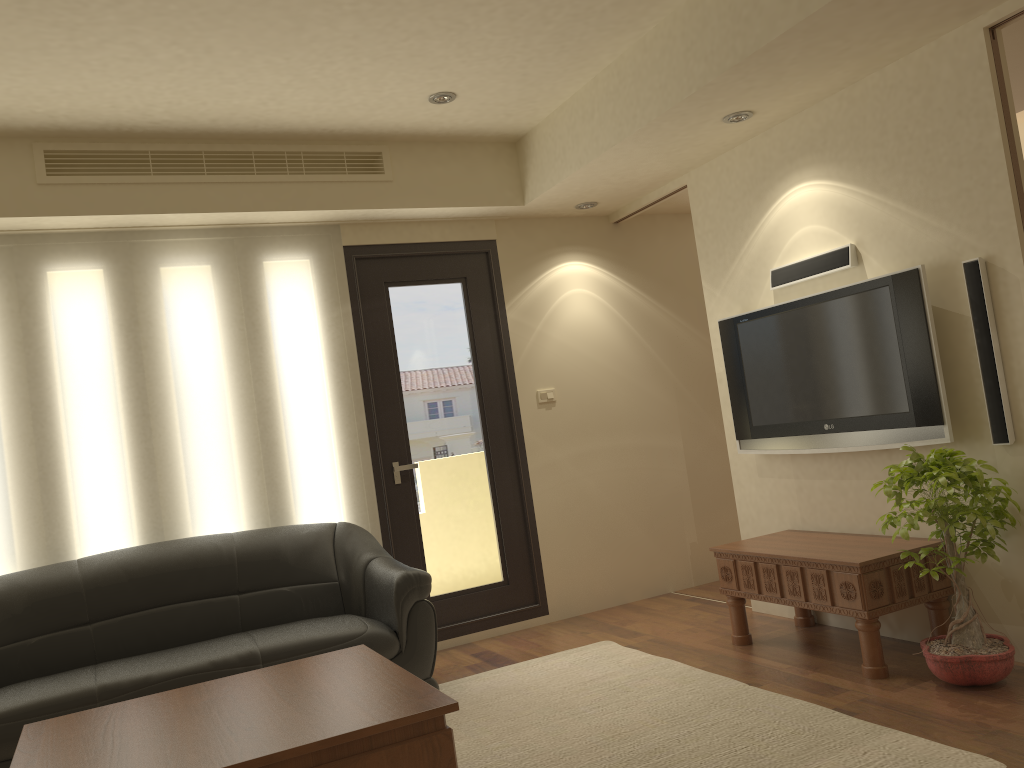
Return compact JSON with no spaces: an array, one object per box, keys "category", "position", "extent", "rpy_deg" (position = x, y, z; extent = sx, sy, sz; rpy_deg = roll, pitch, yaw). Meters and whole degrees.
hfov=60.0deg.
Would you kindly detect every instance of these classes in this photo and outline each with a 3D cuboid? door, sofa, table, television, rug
[{"category":"door","position":[-0.406,0.319,5.485],"extent":[1.011,2.420,0.118],"rpy_deg":[-7,-3,-25]},{"category":"sofa","position":[-1.579,1.217,4.129],"extent":[2.337,0.918,0.944],"rpy_deg":[-7,-3,-25]},{"category":"table","position":[-0.863,1.278,2.788],"extent":[1.213,0.482,1.045],"rpy_deg":[-7,-3,-25]},{"category":"table","position":[1.503,1.008,4.226],"extent":[0.538,0.493,1.009],"rpy_deg":[-7,-3,-25]},{"category":"television","position":[1.539,-0.053,4.374],"extent":[0.110,0.778,1.377],"rpy_deg":[-7,-3,-25]},{"category":"rug","position":[-0.571,1.494,3.091],"extent":[3.592,0.011,2.482],"rpy_deg":[-7,-3,-25]}]

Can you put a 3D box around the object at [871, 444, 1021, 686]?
[{"category":"object","position":[1.757,0.701,3.526],"extent":[0.528,0.957,0.565],"rpy_deg":[-9,-3,17]}]

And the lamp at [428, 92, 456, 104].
[{"category":"lamp","position":[-0.366,-1.506,4.617],"extent":[0.143,0.059,0.143],"rpy_deg":[-7,-3,-20]}]

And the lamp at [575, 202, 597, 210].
[{"category":"lamp","position":[0.476,-1.166,5.708],"extent":[0.143,0.059,0.143],"rpy_deg":[-7,-3,-20]}]

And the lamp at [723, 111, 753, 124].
[{"category":"lamp","position":[1.104,-1.324,4.342],"extent":[0.143,0.059,0.143],"rpy_deg":[-7,-3,-20]}]

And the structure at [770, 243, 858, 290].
[{"category":"structure","position":[1.490,-0.579,4.432],"extent":[0.048,0.111,0.559],"rpy_deg":[-7,-3,-25]}]

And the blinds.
[{"category":"blinds","position":[-2.125,0.407,4.619],"extent":[2.830,2.453,0.002],"rpy_deg":[-7,-3,-25]}]

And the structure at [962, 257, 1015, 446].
[{"category":"structure","position":[1.938,-0.132,3.606],"extent":[0.036,0.764,0.079],"rpy_deg":[-7,-3,-25]}]
